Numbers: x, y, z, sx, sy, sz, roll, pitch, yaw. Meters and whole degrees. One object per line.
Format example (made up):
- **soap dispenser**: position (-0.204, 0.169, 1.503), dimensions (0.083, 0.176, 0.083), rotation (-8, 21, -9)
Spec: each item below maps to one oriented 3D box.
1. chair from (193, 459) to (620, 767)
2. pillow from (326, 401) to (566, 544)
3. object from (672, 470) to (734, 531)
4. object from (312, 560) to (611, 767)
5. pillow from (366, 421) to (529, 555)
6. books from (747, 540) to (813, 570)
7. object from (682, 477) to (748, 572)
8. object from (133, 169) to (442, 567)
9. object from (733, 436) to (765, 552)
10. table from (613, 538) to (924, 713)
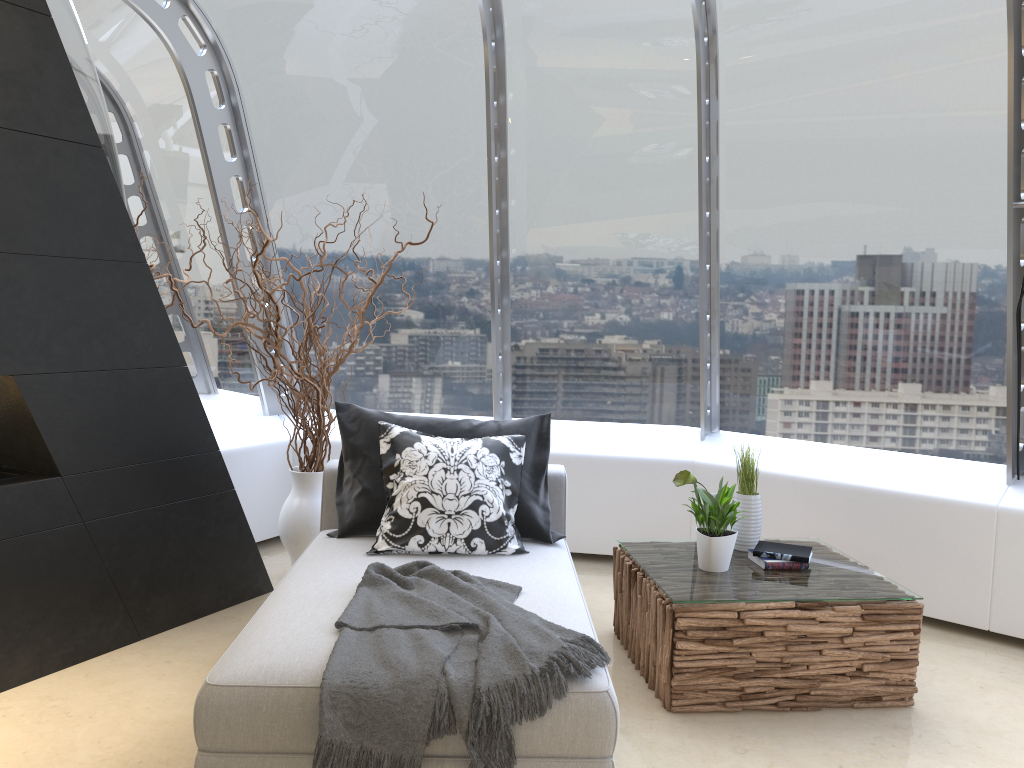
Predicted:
- **chair**: position (-0.308, 0.813, 3.420), dimensions (1.176, 0.690, 2.068), rotation (1, 5, -1)
- **pillow**: position (-0.293, 0.400, 4.021), dimensions (1.070, 0.597, 0.510), rotation (1, 5, -2)
- **object**: position (0.816, 0.546, 3.809), dimensions (0.297, 0.370, 0.152), rotation (0, 5, -17)
- **object**: position (-0.129, 0.841, 2.784), dimensions (0.825, 0.359, 1.024), rotation (1, 5, -3)
- **pillow**: position (-0.257, 0.444, 3.722), dimensions (0.683, 0.528, 0.431), rotation (1, 5, -7)
- **books**: position (1.114, 0.718, 3.684), dimensions (0.265, 0.063, 0.246), rotation (3, 5, 15)
- **object**: position (0.819, 0.567, 3.592), dimensions (0.215, 0.369, 0.284), rotation (-1, 5, -28)
- **object**: position (-1.290, -0.010, 4.702), dimensions (1.370, 2.059, 1.508), rotation (4, 5, 29)
- **object**: position (1.032, 0.473, 3.907), dimensions (0.153, 0.511, 0.150), rotation (1, 5, -3)
- **table**: position (0.993, 0.964, 3.675), dimensions (1.007, 0.436, 0.923), rotation (1, 5, -6)
